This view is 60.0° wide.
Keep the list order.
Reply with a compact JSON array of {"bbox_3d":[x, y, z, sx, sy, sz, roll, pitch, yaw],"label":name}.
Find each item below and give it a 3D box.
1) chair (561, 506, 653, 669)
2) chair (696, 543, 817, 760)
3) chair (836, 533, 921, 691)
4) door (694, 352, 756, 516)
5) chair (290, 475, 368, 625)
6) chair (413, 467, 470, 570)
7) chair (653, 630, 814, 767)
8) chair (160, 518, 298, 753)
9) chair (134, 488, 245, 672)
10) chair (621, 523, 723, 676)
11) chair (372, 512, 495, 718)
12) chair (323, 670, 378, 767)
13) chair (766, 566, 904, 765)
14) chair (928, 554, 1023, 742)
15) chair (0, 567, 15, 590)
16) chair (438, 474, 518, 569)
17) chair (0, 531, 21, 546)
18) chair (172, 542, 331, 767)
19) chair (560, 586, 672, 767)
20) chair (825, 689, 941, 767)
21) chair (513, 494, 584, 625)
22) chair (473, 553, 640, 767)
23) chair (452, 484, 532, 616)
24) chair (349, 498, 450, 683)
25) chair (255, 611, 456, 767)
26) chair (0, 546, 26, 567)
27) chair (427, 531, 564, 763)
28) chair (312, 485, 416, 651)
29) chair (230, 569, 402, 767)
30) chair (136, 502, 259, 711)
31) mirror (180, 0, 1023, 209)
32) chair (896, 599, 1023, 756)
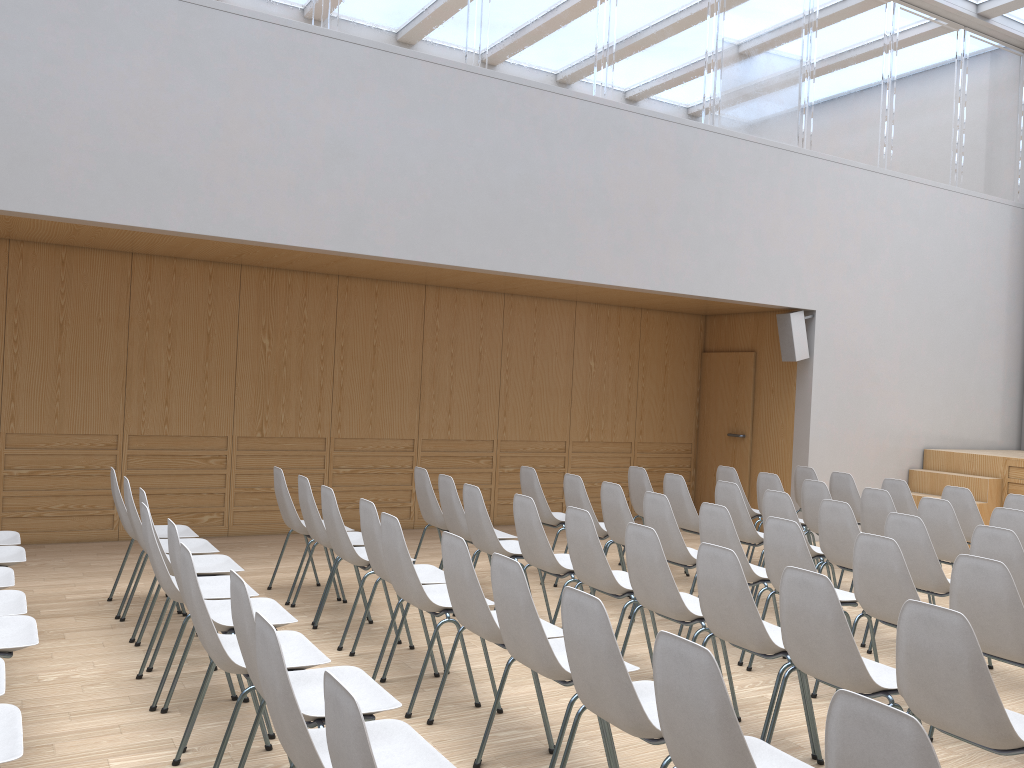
[{"bbox_3d":[0.542,1.103,4.802,0.505,0.876,0.479,3,0,-30],"label":"chair"},{"bbox_3d":[1.056,1.126,3.849,0.505,0.876,0.479,3,0,-30],"label":"chair"},{"bbox_3d":[1.941,1.172,4.371,0.505,0.876,0.479,3,0,-30],"label":"chair"},{"bbox_3d":[2.473,0.636,10.477,0.108,2.024,0.873,3,0,-30],"label":"door"},{"bbox_3d":[-1.108,1.022,5.651,0.505,0.876,0.479,3,0,-30],"label":"chair"},{"bbox_3d":[-0.470,1.055,6.564,0.505,0.876,0.479,3,0,-30],"label":"chair"},{"bbox_3d":[0.638,1.103,2.408,0.505,0.876,0.479,3,0,-30],"label":"chair"},{"bbox_3d":[-1.209,1.013,3.782,0.505,0.876,0.479,3,0,-30],"label":"chair"},{"bbox_3d":[-1.709,0.990,4.690,0.505,0.876,0.479,3,0,-30],"label":"chair"},{"bbox_3d":[0.805,1.115,4.323,0.505,0.876,0.479,3,0,-30],"label":"chair"},{"bbox_3d":[-0.377,1.055,4.258,0.505,0.876,0.479,3,0,-30],"label":"chair"},{"bbox_3d":[-0.160,1.062,1.955,0.505,0.876,0.479,3,0,-30],"label":"chair"},{"bbox_3d":[1.286,1.137,3.410,0.505,0.876,0.479,3,0,-30],"label":"chair"},{"bbox_3d":[2.185,1.183,3.889,0.505,0.876,0.479,3,0,-30],"label":"chair"},{"bbox_3d":[-2.609,0.943,4.133,0.505,0.876,0.479,3,0,-30],"label":"chair"},{"bbox_3d":[-0.256,1.065,6.136,0.505,0.876,0.479,3,0,-30],"label":"chair"},{"bbox_3d":[-3.102,0.921,5.074,0.505,0.876,0.479,3,0,-30],"label":"chair"},{"bbox_3d":[-0.966,1.024,3.278,0.505,0.876,0.479,3,0,-30],"label":"chair"},{"bbox_3d":[0.414,1.092,2.881,0.505,0.876,0.479,3,0,-30],"label":"chair"},{"bbox_3d":[0.966,1.118,2.001,0.505,0.876,0.479,3,0,-30],"label":"chair"},{"bbox_3d":[0.261,1.089,5.236,0.505,0.876,0.479,3,0,-30],"label":"chair"},{"bbox_3d":[0.172,1.081,3.382,0.505,0.876,0.479,3,0,-30],"label":"chair"},{"bbox_3d":[-0.058,1.074,5.627,0.505,0.876,0.479,3,0,-30],"label":"chair"},{"bbox_3d":[-0.555,1.047,4.706,0.505,0.876,0.479,3,0,-30],"label":"chair"},{"bbox_3d":[-0.438,1.049,2.399,0.505,0.876,0.479,3,0,-30],"label":"chair"},{"bbox_3d":[-2.837,0.933,4.648,0.505,0.876,0.479,3,0,-30],"label":"chair"},{"bbox_3d":[-0.049,1.071,3.805,0.505,0.876,0.479,3,0,-30],"label":"chair"},{"bbox_3d":[-0.862,1.033,5.184,0.505,0.876,0.479,3,0,-30],"label":"chair"},{"bbox_3d":[-0.658,1.039,2.878,0.505,0.876,0.479,3,0,-30],"label":"chair"},{"bbox_3d":[-1.490,1.000,4.190,0.505,0.876,0.479,3,0,-30],"label":"chair"},{"bbox_3d":[-1.070,-3.651,6.994,17.828,2.090,0.253,3,0,-30],"label":"mirror"},{"bbox_3d":[1.534,1.149,2.936,0.505,0.876,0.479,3,0,-30],"label":"chair"}]
